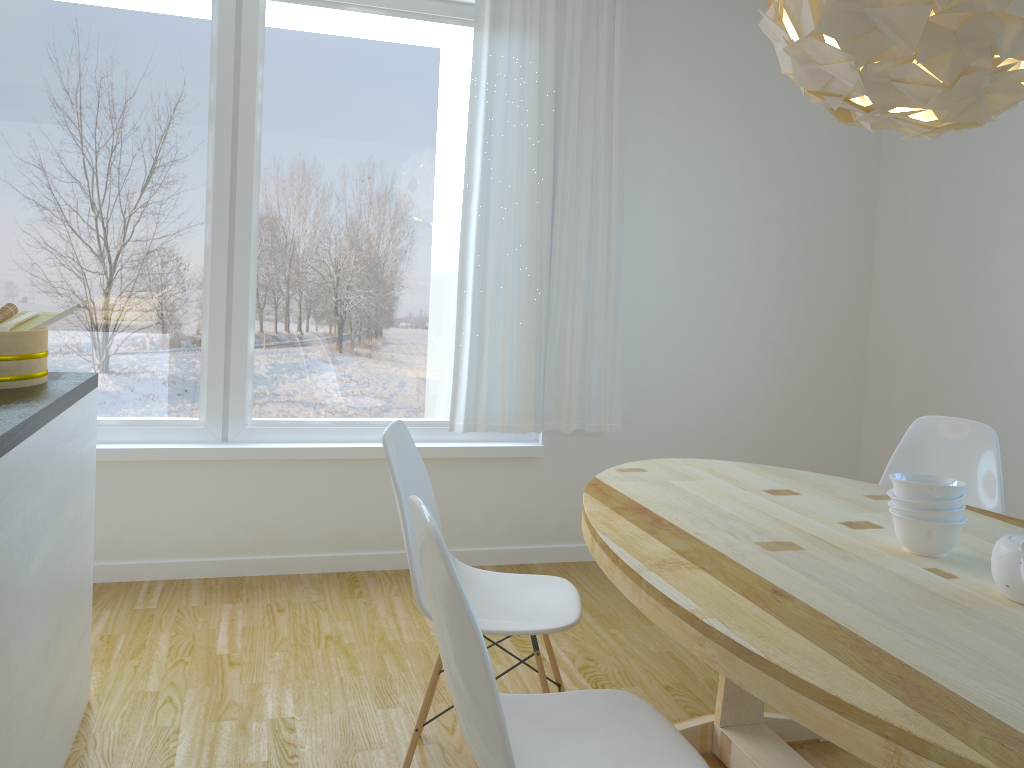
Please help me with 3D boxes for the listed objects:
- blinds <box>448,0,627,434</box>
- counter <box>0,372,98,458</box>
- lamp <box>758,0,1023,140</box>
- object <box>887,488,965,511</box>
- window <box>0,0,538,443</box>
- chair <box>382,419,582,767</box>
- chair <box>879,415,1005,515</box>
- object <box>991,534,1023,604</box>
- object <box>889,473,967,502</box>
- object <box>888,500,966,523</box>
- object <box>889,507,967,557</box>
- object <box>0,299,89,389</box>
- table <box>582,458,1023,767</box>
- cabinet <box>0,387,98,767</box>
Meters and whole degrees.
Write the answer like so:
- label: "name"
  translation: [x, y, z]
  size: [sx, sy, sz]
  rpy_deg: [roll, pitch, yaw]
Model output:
- label: "blinds"
  translation: [0.168, -0.854, 3.840]
  size: [0.794, 2.153, 0.150]
  rpy_deg: [2, 3, -16]
- label: "counter"
  translation: [-1.130, 0.128, 1.283]
  size: [0.600, 0.040, 2.413]
  rpy_deg: [1, 7, -16]
- label: "lamp"
  translation: [0.832, -1.036, 1.712]
  size: [0.646, 1.131, 0.642]
  rpy_deg: [2, 4, -17]
- label: "object"
  translation: [0.884, 0.272, 1.898]
  size: [0.150, 0.095, 0.152]
  rpy_deg: [3, 5, 0]
- label: "window"
  translation: [-1.157, -0.716, 3.664]
  size: [2.725, 1.912, 0.088]
  rpy_deg: [1, 3, -16]
- label: "chair"
  translation: [-0.064, 0.556, 2.211]
  size: [0.523, 0.898, 0.431]
  rpy_deg: [3, 3, 4]
- label: "chair"
  translation: [1.208, 0.564, 2.690]
  size: [0.523, 0.898, 0.431]
  rpy_deg: [-1, 5, -41]
- label: "object"
  translation: [0.947, 0.290, 1.611]
  size: [0.177, 0.211, 0.148]
  rpy_deg: [1, 4, -17]
- label: "object"
  translation: [0.888, 0.244, 1.898]
  size: [0.152, 0.087, 0.152]
  rpy_deg: [4, 6, 12]
- label: "object"
  translation: [0.886, 0.296, 1.899]
  size: [0.151, 0.092, 0.152]
  rpy_deg: [5, 6, 23]
- label: "object"
  translation: [0.888, 0.319, 1.899]
  size: [0.152, 0.082, 0.152]
  rpy_deg: [5, 6, 23]
- label: "object"
  translation: [-1.359, -0.114, 2.224]
  size: [0.379, 0.213, 0.431]
  rpy_deg: [4, 6, 12]
- label: "table"
  translation: [0.805, 0.731, 1.805]
  size: [1.193, 0.722, 2.201]
  rpy_deg: [1, 6, -18]
- label: "cabinet"
  translation: [-1.153, 0.600, 1.306]
  size: [0.600, 0.906, 2.413]
  rpy_deg: [2, 6, -16]
